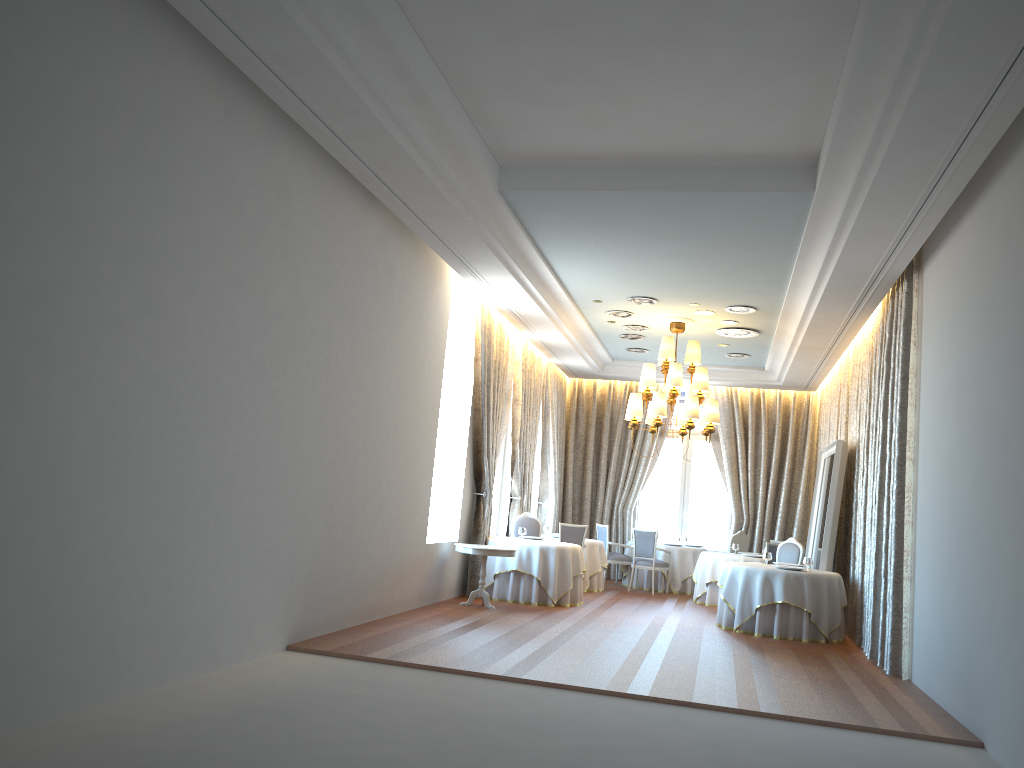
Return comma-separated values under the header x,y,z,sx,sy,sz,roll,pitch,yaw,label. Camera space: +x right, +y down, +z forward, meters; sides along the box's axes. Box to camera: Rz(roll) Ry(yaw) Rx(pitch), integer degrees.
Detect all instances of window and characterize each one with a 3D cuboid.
x,y,z,sx,sy,sz,roll,pitch,yaw,label
3.604,1.703,18.331,1.881,3.306,0.196,3,-8,14,window
-0.291,0.813,14.297,0.259,3.306,1.882,3,-8,13,window

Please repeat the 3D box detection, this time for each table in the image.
x,y,z,sx,sy,sz,roll,pitch,yaw,label
3.549,2.870,11.714,1.663,0.890,1.667,5,-8,3,table
0.850,3.127,15.509,1.667,0.890,1.663,4,-8,8,table
3.874,3.303,14.755,1.663,0.890,1.667,1,-8,27,table
2.933,3.494,16.844,1.667,0.890,1.663,0,-9,32,table
0.248,2.736,12.970,1.663,0.890,1.667,5,-8,3,table
-0.376,2.520,11.532,0.761,0.801,0.760,11,-9,-36,table

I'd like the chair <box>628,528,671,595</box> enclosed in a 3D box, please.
x,y,z,sx,sy,sz,roll,pitch,yaw,label
2.433,3.145,15.800,0.650,1.108,0.629,1,-9,29,chair

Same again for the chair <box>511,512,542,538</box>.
x,y,z,sx,sy,sz,roll,pitch,yaw,label
0.255,2.627,13.826,0.563,1.233,0.690,7,-8,-11,chair

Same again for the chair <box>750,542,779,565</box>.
x,y,z,sx,sy,sz,roll,pitch,yaw,label
3.968,3.017,13.774,0.650,1.108,0.629,7,-8,-16,chair

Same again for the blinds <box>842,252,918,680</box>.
x,y,z,sx,sy,sz,roll,pitch,yaw,label
4.484,0.839,11.078,0.238,4.819,4.439,3,-8,14,blinds

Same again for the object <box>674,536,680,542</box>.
x,y,z,sx,sy,sz,roll,pitch,yaw,label
3.119,2.966,16.762,0.128,0.165,0.128,3,-8,14,object

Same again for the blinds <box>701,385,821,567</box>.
x,y,z,sx,sy,sz,roll,pitch,yaw,label
4.859,1.755,17.597,2.476,4.901,0.386,3,-8,14,blinds

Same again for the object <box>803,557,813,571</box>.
x,y,z,sx,sy,sz,roll,pitch,yaw,label
3.838,2.335,11.505,0.128,0.165,0.128,3,-8,14,object

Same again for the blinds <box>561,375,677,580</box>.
x,y,z,sx,sy,sz,roll,pitch,yaw,label
2.070,1.591,18.281,2.535,4.901,0.386,3,-8,14,blinds

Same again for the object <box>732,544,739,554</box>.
x,y,z,sx,sy,sz,roll,pitch,yaw,label
3.812,2.811,15.120,0.128,0.165,0.128,3,-8,14,object

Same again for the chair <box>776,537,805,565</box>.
x,y,z,sx,sy,sz,roll,pitch,yaw,label
3.727,2.786,12.631,0.690,1.233,0.563,9,-8,-26,chair

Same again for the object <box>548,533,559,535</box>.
x,y,z,sx,sy,sz,roll,pitch,yaw,label
0.856,2.727,16.033,0.419,0.036,0.419,4,-8,12,object

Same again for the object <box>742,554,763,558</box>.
x,y,z,sx,sy,sz,roll,pitch,yaw,label
3.944,2.795,14.420,0.419,0.036,0.419,4,-8,12,object

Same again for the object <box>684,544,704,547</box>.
x,y,z,sx,sy,sz,roll,pitch,yaw,label
3.446,3.069,16.831,0.419,0.036,0.419,4,-8,12,object

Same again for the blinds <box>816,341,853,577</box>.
x,y,z,sx,sy,sz,roll,pitch,yaw,label
5.470,1.487,15.288,0.238,4.819,4.439,3,-8,14,blinds

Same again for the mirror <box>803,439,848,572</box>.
x,y,z,sx,sy,sz,roll,pitch,yaw,label
4.572,2.189,13.102,0.385,2.564,2.251,3,-8,14,mirror

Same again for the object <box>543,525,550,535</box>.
x,y,z,sx,sy,sz,roll,pitch,yaw,label
0.618,2.617,15.856,0.128,0.165,0.128,3,-8,14,object

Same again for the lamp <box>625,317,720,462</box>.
x,y,z,sx,sy,sz,roll,pitch,yaw,label
2.430,0.077,13.360,1.373,2.121,1.373,11,-10,-38,lamp

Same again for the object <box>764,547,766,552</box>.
x,y,z,sx,sy,sz,roll,pitch,yaw,label
4.215,2.782,14.626,0.128,0.165,0.128,3,-8,14,object

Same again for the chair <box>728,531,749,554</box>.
x,y,z,sx,sy,sz,roll,pitch,yaw,label
3.891,3.270,16.169,0.563,1.233,0.690,11,-9,-36,chair

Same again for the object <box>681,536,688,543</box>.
x,y,z,sx,sy,sz,roll,pitch,yaw,label
3.330,3.035,17.144,0.128,0.165,0.128,3,-8,14,object

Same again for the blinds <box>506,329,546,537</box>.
x,y,z,sx,sy,sz,roll,pitch,yaw,label
0.268,1.048,15.424,0.335,4.969,2.257,3,-8,14,blinds

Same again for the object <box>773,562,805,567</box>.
x,y,z,sx,sy,sz,roll,pitch,yaw,label
3.791,2.481,12.155,0.419,0.036,0.419,4,-8,12,object

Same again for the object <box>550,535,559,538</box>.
x,y,z,sx,sy,sz,roll,pitch,yaw,label
0.848,2.604,15.108,0.419,0.036,0.419,4,-8,12,object

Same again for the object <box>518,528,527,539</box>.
x,y,z,sx,sy,sz,roll,pitch,yaw,label
0.153,2.219,13.172,0.128,0.165,0.128,6,-8,-4,object

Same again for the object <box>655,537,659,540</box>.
x,y,z,sx,sy,sz,roll,pitch,yaw,label
2.696,2.917,16.690,0.128,0.165,0.128,3,-8,14,object

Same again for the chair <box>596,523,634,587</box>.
x,y,z,sx,sy,sz,roll,pitch,yaw,label
1.913,3.213,16.675,0.629,1.108,0.650,8,-8,-21,chair

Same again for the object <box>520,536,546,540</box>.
x,y,z,sx,sy,sz,roll,pitch,yaw,label
0.315,2.334,13.440,0.419,0.036,0.419,4,-8,12,object

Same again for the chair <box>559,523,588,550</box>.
x,y,z,sx,sy,sz,roll,pitch,yaw,label
0.880,2.823,14.442,0.650,1.108,0.629,7,-8,-11,chair

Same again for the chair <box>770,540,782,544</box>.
x,y,z,sx,sy,sz,roll,pitch,yaw,label
4.726,3.352,15.783,0.650,1.108,0.629,0,-9,34,chair

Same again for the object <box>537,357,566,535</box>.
x,y,z,sx,sy,sz,roll,pitch,yaw,label
0.818,1.421,17.510,0.386,4.901,2.121,3,-8,14,object

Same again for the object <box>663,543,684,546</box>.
x,y,z,sx,sy,sz,roll,pitch,yaw,label
2.989,2.978,16.455,0.419,0.036,0.419,4,-8,12,object

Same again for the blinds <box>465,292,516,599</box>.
x,y,z,sx,sy,sz,roll,pitch,yaw,label
-0.309,0.681,13.062,0.315,4.930,2.204,3,-8,14,blinds

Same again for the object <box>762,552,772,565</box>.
x,y,z,sx,sy,sz,roll,pitch,yaw,label
3.475,2.376,12.070,0.128,0.165,0.128,-2,-10,43,object

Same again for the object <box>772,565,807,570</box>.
x,y,z,sx,sy,sz,roll,pitch,yaw,label
3.545,2.349,11.329,0.419,0.036,0.419,4,-8,12,object

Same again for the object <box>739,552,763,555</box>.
x,y,z,sx,sy,sz,roll,pitch,yaw,label
4.092,2.915,15.218,0.419,0.036,0.419,4,-8,12,object
